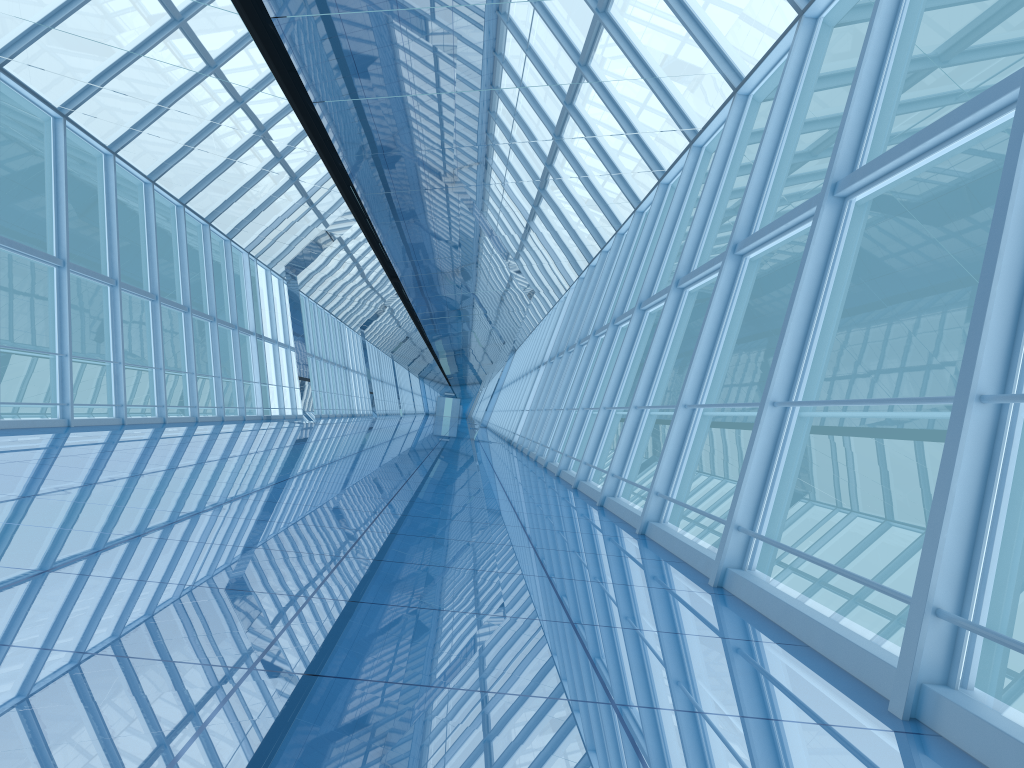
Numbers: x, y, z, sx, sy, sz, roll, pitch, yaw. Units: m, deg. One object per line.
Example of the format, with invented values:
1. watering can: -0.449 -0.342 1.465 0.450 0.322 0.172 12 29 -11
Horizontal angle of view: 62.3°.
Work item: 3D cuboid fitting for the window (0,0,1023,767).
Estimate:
1. window: -4.726 -0.150 51.312 9.913 4.961 105.039 6 -2 -3
